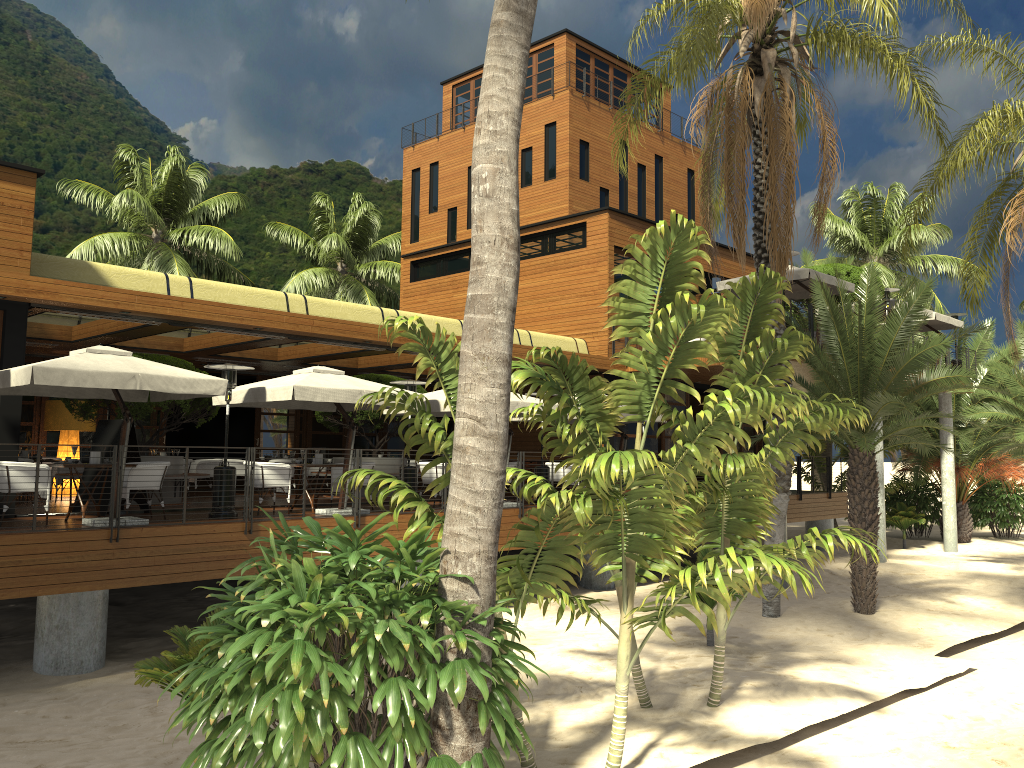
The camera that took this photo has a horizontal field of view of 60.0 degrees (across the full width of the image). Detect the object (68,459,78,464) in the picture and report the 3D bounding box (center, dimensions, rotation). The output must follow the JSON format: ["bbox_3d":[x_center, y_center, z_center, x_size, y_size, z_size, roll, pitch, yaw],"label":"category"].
[{"bbox_3d":[-5.699,1.005,11.499,0.116,0.065,0.116,5,-7,-42],"label":"object"}]

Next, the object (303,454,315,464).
[{"bbox_3d":[-3.247,1.185,14.105,0.167,0.179,0.163,6,-7,-44],"label":"object"}]

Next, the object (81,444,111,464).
[{"bbox_3d":[-5.388,0.908,11.490,0.263,0.264,0.263,1,-5,-1],"label":"object"}]

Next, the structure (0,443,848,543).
[{"bbox_3d":[0.731,1.831,16.278,0.163,1.155,26.240,-5,-7,44],"label":"structure"}]

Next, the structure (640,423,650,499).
[{"bbox_3d":[2.924,1.449,19.741,0.699,2.196,0.698,-3,-7,32],"label":"structure"}]

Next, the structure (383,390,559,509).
[{"bbox_3d":[-0.736,1.076,16.424,2.411,2.337,2.411,-4,-7,44],"label":"structure"}]

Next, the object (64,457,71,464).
[{"bbox_3d":[-5.790,0.998,11.565,0.086,0.086,0.086,5,-7,-41],"label":"object"}]

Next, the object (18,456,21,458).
[{"bbox_3d":[-8.951,1.342,16.054,0.116,0.065,0.116,4,-6,-35],"label":"object"}]

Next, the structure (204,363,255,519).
[{"bbox_3d":[-4.059,0.794,12.602,0.699,2.196,0.698,-3,-7,32],"label":"structure"}]

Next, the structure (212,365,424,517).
[{"bbox_3d":[-3.090,0.855,14.018,2.411,2.337,2.411,-4,-7,44],"label":"structure"}]

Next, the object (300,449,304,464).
[{"bbox_3d":[-3.254,1.131,13.771,0.082,0.227,0.082,6,-8,-45],"label":"object"}]

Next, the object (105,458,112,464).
[{"bbox_3d":[-5.321,1.013,11.691,0.086,0.086,0.086,5,-7,-41],"label":"object"}]

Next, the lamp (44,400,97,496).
[{"bbox_3d":[-9.241,1.370,18.482,0.973,2.014,0.972,-2,-6,24],"label":"lamp"}]

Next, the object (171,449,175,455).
[{"bbox_3d":[-7.130,1.489,18.657,0.082,0.227,0.082,5,-7,-41],"label":"object"}]

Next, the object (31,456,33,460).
[{"bbox_3d":[-8.957,1.379,16.508,0.116,0.065,0.116,4,-6,-35],"label":"object"}]

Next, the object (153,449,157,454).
[{"bbox_3d":[-7.277,1.440,18.078,0.082,0.227,0.082,-4,-7,37],"label":"object"}]

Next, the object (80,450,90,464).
[{"bbox_3d":[-5.602,0.964,11.693,0.168,0.179,0.163,-4,-7,42],"label":"object"}]

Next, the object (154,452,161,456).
[{"bbox_3d":[-7.183,1.460,17.975,0.163,0.179,0.167,4,-6,-35],"label":"object"}]

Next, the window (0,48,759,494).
[{"bbox_3d":[-0.794,-5.981,26.271,14.486,17.996,38.356,-1,-5,21],"label":"window"}]

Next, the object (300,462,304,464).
[{"bbox_3d":[-3.271,1.233,13.838,0.080,0.042,0.080,0,-5,6],"label":"object"}]

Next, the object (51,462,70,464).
[{"bbox_3d":[-5.774,1.012,11.352,0.294,0.025,0.170,-4,-7,44],"label":"object"}]

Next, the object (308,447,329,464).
[{"bbox_3d":[-3.032,1.129,13.899,0.263,0.264,0.263,1,-5,-1],"label":"object"}]

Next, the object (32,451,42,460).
[{"bbox_3d":[-8.623,1.292,16.102,0.163,0.179,0.167,1,-5,-8],"label":"object"}]

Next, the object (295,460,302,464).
[{"bbox_3d":[-3.343,1.226,13.908,0.116,0.065,0.116,-4,-7,43],"label":"object"}]

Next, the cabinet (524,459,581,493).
[{"bbox_3d":[1.051,2.314,22.142,1.610,0.839,0.556,-4,-7,44],"label":"cabinet"}]

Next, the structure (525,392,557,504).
[{"bbox_3d":[0.591,1.230,17.355,0.699,2.196,0.698,-3,-7,32],"label":"structure"}]

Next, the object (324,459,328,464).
[{"bbox_3d":[-2.965,1.235,14.099,0.086,0.086,0.086,5,-7,-41],"label":"object"}]

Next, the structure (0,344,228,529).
[{"bbox_3d":[-5.444,0.634,11.611,2.411,2.337,2.411,-4,-7,44],"label":"structure"}]

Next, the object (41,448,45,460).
[{"bbox_3d":[-8.751,1.298,16.516,0.082,0.227,0.082,1,-6,-5],"label":"object"}]

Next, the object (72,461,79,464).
[{"bbox_3d":[-5.626,1.012,11.430,0.080,0.042,0.080,-3,-6,35],"label":"object"}]

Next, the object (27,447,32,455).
[{"bbox_3d":[-8.755,1.262,16.078,0.082,0.227,0.082,3,-6,-22],"label":"object"}]

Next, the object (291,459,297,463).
[{"bbox_3d":[-3.434,1.219,13.974,0.086,0.086,0.086,5,-7,-41],"label":"object"}]

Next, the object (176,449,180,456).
[{"bbox_3d":[-6.898,1.463,18.301,0.082,0.227,0.082,5,-7,-36],"label":"object"}]

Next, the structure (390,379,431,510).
[{"bbox_3d":[-1.738,1.012,14.975,0.699,2.196,0.698,-3,-7,32],"label":"structure"}]

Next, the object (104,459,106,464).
[{"bbox_3d":[-5.414,1.028,11.751,0.116,0.065,0.116,5,-7,-42],"label":"object"}]

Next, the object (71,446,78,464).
[{"bbox_3d":[-5.610,0.910,11.362,0.082,0.227,0.082,6,-8,-45],"label":"object"}]

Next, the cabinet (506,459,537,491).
[{"bbox_3d":[-0.112,2.393,23.269,1.610,0.839,0.556,-4,-7,44],"label":"cabinet"}]

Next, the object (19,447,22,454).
[{"bbox_3d":[-9.177,1.292,16.504,0.082,0.227,0.082,3,-6,-22],"label":"object"}]

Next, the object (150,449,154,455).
[{"bbox_3d":[-7.487,1.468,18.449,0.082,0.227,0.082,5,-7,-36],"label":"object"}]

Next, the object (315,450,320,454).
[{"bbox_3d":[-3.146,1.177,14.314,0.082,0.227,0.082,-3,-7,33],"label":"object"}]

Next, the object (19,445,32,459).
[{"bbox_3d":[-8.947,1.264,16.312,0.263,0.264,0.263,2,-5,-11],"label":"object"}]

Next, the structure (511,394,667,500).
[{"bbox_3d":[1.617,1.297,18.831,2.411,2.337,2.411,-4,-7,44],"label":"structure"}]

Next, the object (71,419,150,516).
[{"bbox_3d":[-5.950,1.230,13.244,0.768,1.399,0.770,-2,-6,29],"label":"object"}]
